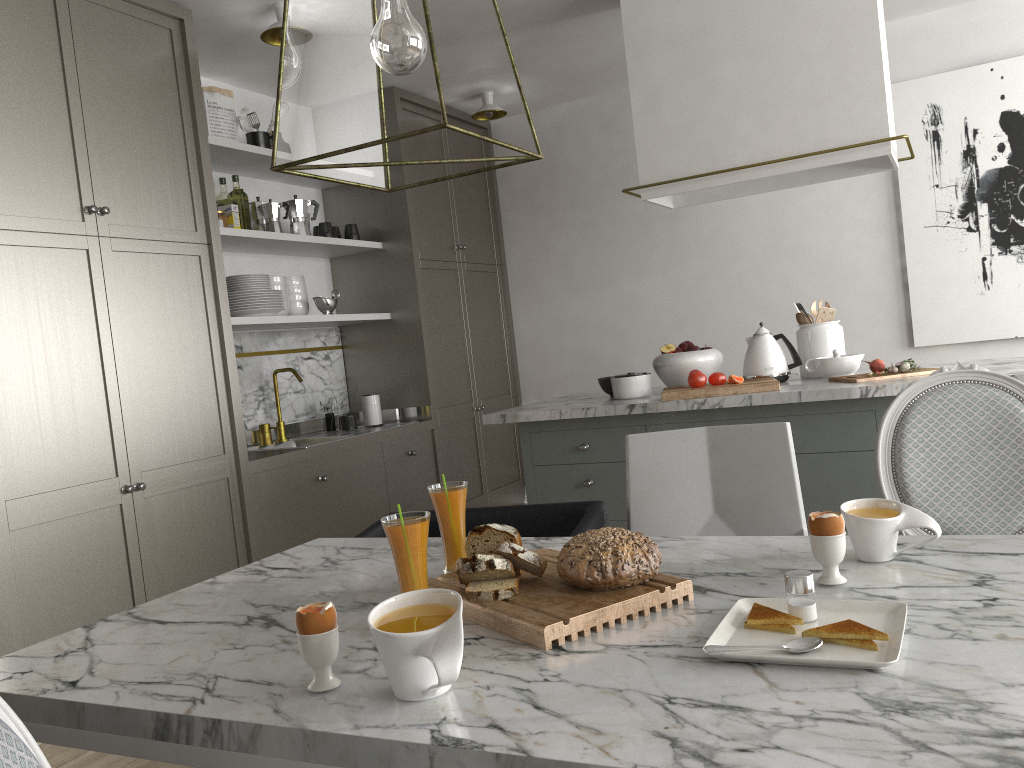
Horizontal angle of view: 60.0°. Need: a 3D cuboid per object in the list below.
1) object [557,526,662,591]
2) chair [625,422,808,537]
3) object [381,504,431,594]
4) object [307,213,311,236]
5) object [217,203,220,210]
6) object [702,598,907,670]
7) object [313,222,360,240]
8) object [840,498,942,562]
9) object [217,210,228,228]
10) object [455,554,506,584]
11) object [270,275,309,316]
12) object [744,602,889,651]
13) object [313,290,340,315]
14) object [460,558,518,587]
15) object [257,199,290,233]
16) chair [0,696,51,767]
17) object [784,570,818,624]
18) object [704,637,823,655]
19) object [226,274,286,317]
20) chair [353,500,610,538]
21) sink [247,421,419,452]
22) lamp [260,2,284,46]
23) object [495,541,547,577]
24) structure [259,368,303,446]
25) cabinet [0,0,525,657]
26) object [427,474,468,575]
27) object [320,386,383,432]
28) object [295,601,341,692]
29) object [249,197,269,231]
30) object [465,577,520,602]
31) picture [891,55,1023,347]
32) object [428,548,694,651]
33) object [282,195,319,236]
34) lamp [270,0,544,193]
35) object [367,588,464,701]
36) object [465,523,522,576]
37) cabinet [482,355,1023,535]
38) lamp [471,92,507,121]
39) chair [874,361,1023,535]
[{"bbox_3d":[0.143,0.252,1.306,0.157,0.075,0.151,-8,3,-27],"label":"object"},{"bbox_3d":[0.424,0.481,1.846,0.470,0.745,0.439,-6,2,17],"label":"chair"},{"bbox_3d":[-0.143,0.257,1.259,0.071,0.188,0.071,-9,3,-42],"label":"object"},{"bbox_3d":[-1.038,-0.776,4.377,0.087,0.167,0.138,-8,3,-39],"label":"object"},{"bbox_3d":[-1.326,-0.731,3.964,0.059,0.172,0.059,-8,3,-36],"label":"object"},{"bbox_3d":[0.354,0.296,1.059,0.212,0.014,0.212,-5,3,27],"label":"object"},{"bbox_3d":[-0.914,-0.761,4.530,0.173,0.098,0.264,-5,3,36],"label":"object"},{"bbox_3d":[0.578,0.224,1.354,0.138,0.085,0.089,-6,2,22],"label":"object"},{"bbox_3d":[-1.274,-0.696,3.846,0.078,0.101,0.078,-7,2,-17],"label":"object"},{"bbox_3d":[-0.044,0.279,1.347,0.083,0.057,0.072,-6,2,3],"label":"object"},{"bbox_3d":[-1.111,-0.415,4.307,0.149,0.216,0.309,-6,2,20],"label":"object"},{"bbox_3d":[0.357,0.292,1.068,0.068,0.014,0.197,-8,3,-35],"label":"object"},{"bbox_3d":[-0.909,-0.400,4.375,0.102,0.135,0.210,-6,2,19],"label":"object"},{"bbox_3d":[-0.035,0.281,1.320,0.083,0.055,0.073,-6,2,3],"label":"object"},{"bbox_3d":[-1.078,-0.757,4.020,0.138,0.167,0.087,-6,2,23],"label":"object"},{"bbox_3d":[-0.153,0.543,0.669,0.505,0.833,0.480,-8,3,-30],"label":"chair"},{"bbox_3d":[0.363,0.267,1.115,0.036,0.060,0.036,-7,2,-22],"label":"object"},{"bbox_3d":[0.288,0.303,1.013,0.132,0.013,0.032,-6,2,2],"label":"object"},{"bbox_3d":[-1.173,-0.383,3.960,0.300,0.195,0.306,-6,2,23],"label":"object"},{"bbox_3d":[-0.070,0.607,1.988,0.569,0.597,0.609,-6,2,17],"label":"chair"},{"bbox_3d":[-0.869,0.333,4.229,0.475,0.174,0.877,-5,3,27],"label":"sink"},{"bbox_3d":[-0.873,-1.389,3.408,0.197,0.130,0.197,-8,3,-28],"label":"lamp"},{"bbox_3d":[0.014,0.268,1.348,0.079,0.067,0.074,-7,2,-1],"label":"object"},{"bbox_3d":[-1.091,0.103,4.151,0.195,0.347,0.167,-5,3,35],"label":"structure"},{"bbox_3d":[-1.640,-0.164,3.320,0.947,2.377,5.433,-5,3,27],"label":"cabinet"},{"bbox_3d":[-0.102,0.242,1.519,0.071,0.188,0.071,-9,3,-42],"label":"object"},{"bbox_3d":[-0.817,0.113,4.510,0.307,0.229,0.144,-7,2,-20],"label":"object"},{"bbox_3d":[-0.233,0.315,1.074,0.050,0.101,0.050,-6,2,23],"label":"object"},{"bbox_3d":[-1.168,-0.776,4.169,0.175,0.212,0.111,-8,3,-27],"label":"object"},{"bbox_3d":[-0.028,0.300,1.291,0.077,0.017,0.068,-6,2,5],"label":"object"},{"bbox_3d":[2.649,-0.904,4.110,1.545,1.315,0.039,-5,3,27],"label":"picture"},{"bbox_3d":[0.051,0.312,1.340,0.260,0.031,0.360,-8,3,-33],"label":"object"},{"bbox_3d":[-1.005,-0.796,4.223,0.175,0.212,0.111,-7,2,-2],"label":"object"},{"bbox_3d":[-0.216,-0.890,1.356,0.584,1.108,0.584,-4,3,42],"label":"lamp"},{"bbox_3d":[-0.088,0.303,1.008,0.110,0.105,0.170,-9,3,-43],"label":"object"},{"bbox_3d":[-0.029,0.260,1.428,0.086,0.087,0.090,-6,2,4],"label":"object"},{"bbox_3d":[1.165,0.344,3.297,2.360,0.721,0.870,-5,3,27],"label":"cabinet"},{"bbox_3d":[-0.131,-1.531,4.874,0.197,0.130,0.197,-5,3,32],"label":"lamp"},{"bbox_3d":[0.884,0.385,1.701,0.480,0.833,0.505,-5,2,25],"label":"chair"}]
